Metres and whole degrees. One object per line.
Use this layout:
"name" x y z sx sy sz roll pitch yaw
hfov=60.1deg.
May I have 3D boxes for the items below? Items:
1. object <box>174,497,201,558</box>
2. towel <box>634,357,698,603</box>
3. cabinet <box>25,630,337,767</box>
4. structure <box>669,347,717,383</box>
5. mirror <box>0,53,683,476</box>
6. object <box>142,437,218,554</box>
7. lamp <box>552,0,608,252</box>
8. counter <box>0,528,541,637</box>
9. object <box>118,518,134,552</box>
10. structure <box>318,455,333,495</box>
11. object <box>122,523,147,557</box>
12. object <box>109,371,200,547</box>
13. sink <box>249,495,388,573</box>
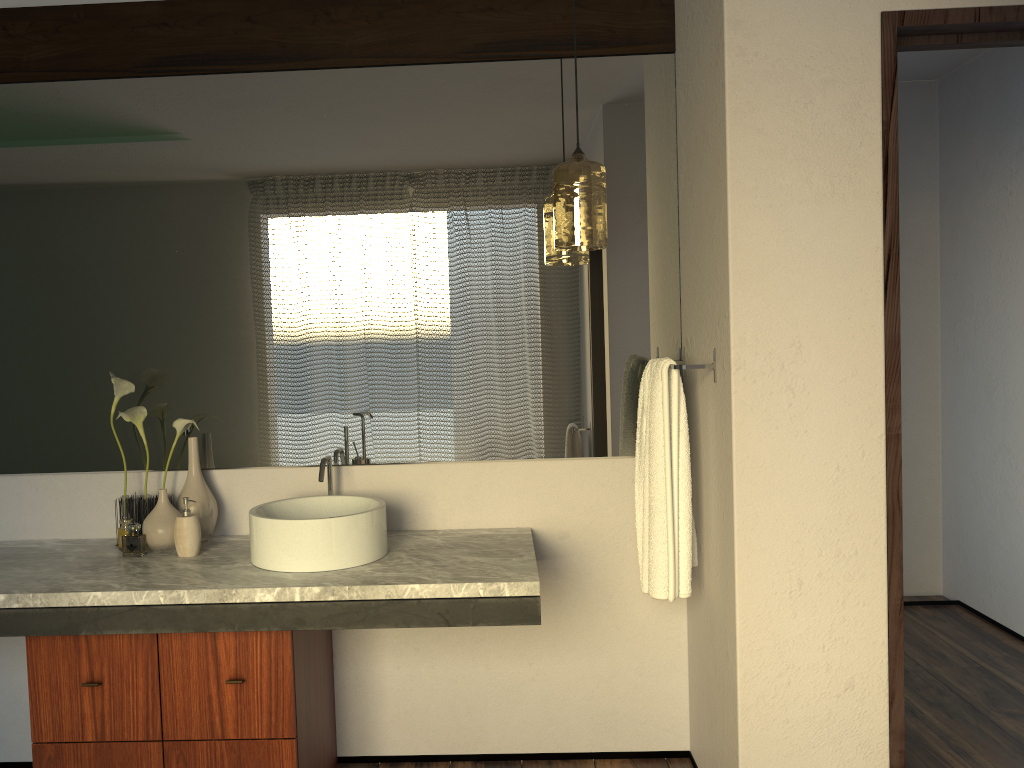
"object" -0.878 0.385 2.394 0.070 0.158 0.071 -3 3 -16
"towel" 0.396 0.249 2.347 0.163 0.636 0.254 -1 3 18
"cabinet" -0.859 0.861 2.401 0.660 0.599 0.511 -2 3 1
"structure" 0.448 -0.052 2.341 0.102 0.088 0.369 -2 3 -1
"mirror" -1.559 -0.301 2.619 4.086 1.152 0.017 -2 3 2
"object" -0.941 0.310 2.506 0.122 0.305 0.235 0 3 27
"lamp" 0.166 -0.786 2.292 0.142 0.867 0.135 1 4 43
"counter" -1.069 0.523 2.355 2.263 0.101 0.586 -2 3 2
"object" -1.071 0.422 2.463 0.038 0.092 0.067 -4 3 -39
"structure" -0.543 0.326 2.505 0.066 0.242 0.164 -2 3 3
"object" -1.025 0.421 2.402 0.058 0.090 0.038 -1 3 11
"object" -1.023 0.211 2.536 0.239 0.504 0.191 -3 3 -21
"sink" -0.510 0.388 2.342 0.351 0.131 0.363 -3 3 -22
